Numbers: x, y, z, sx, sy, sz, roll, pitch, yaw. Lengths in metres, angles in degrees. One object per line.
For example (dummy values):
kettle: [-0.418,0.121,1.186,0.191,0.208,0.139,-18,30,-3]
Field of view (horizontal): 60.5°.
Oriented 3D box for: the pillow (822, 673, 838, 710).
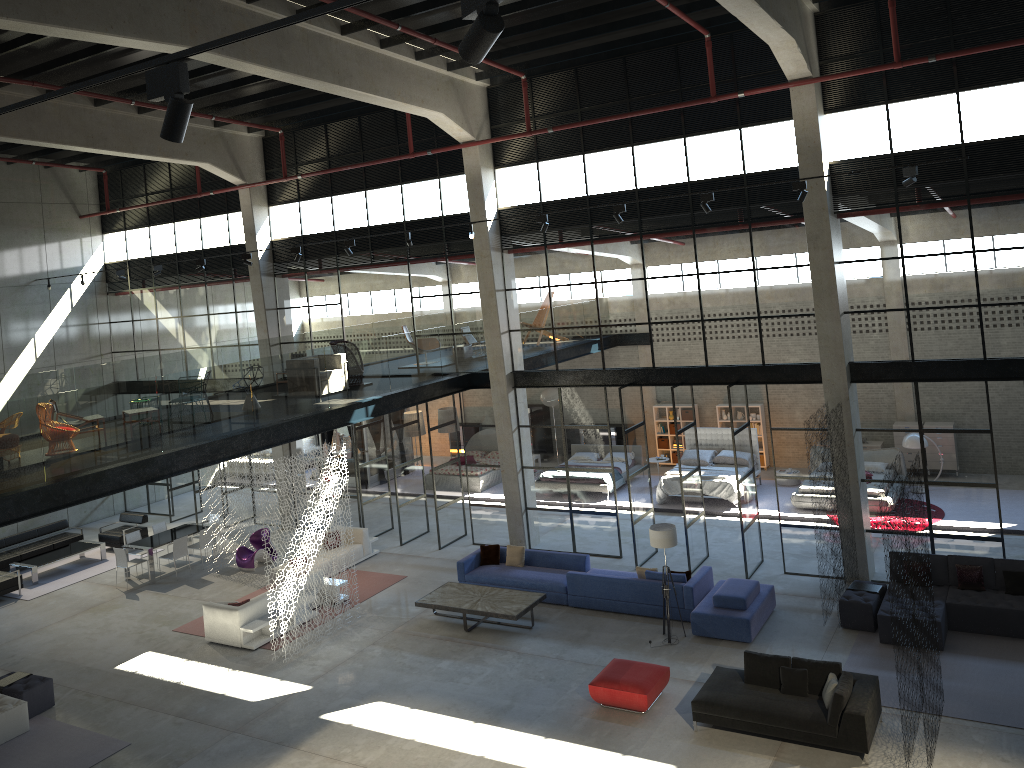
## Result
pillow: [3.866,3.717,10.629,0.207,0.316,0.343,-5,3,10]

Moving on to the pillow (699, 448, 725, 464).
pillow: [4.934,1.839,22.442,1.048,0.323,0.494,-2,6,31]

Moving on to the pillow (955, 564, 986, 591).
pillow: [7.079,2.993,13.558,0.404,0.377,0.193,-3,2,31]

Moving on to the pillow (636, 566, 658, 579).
pillow: [2.339,3.308,15.007,0.399,0.382,0.208,-3,2,32]

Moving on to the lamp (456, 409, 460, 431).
lamp: [-1.843,1.699,26.867,0.805,1.927,0.679,-5,0,-17]

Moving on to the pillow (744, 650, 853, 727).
pillow: [3.665,3.686,10.922,0.747,0.418,1.580,-8,7,-29]

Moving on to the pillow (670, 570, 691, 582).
pillow: [2.828,3.298,14.763,0.397,0.372,0.260,-5,2,10]

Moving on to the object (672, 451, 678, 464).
object: [4.794,2.093,25.087,0.322,0.298,0.327,-3,4,31]

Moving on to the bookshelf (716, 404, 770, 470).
bookshelf: [6.355,1.447,24.155,1.233,1.761,0.331,-4,0,31]

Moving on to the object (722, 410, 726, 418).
object: [5.900,0.850,24.436,0.095,0.263,0.094,-5,0,-8]

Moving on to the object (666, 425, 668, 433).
object: [4.494,1.306,25.272,0.081,0.229,0.080,-5,0,-28]

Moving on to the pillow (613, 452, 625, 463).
pillow: [2.398,2.039,24.046,1.919,0.313,0.554,-1,7,31]

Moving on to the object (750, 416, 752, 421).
object: [6.497,0.934,23.934,0.115,0.112,0.117,-3,4,34]

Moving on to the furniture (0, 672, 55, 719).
furniture: [-7.550,4.763,13.423,0.955,0.456,0.514,-3,4,26]

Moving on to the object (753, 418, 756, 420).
object: [6.594,0.957,23.876,0.066,0.064,0.065,-6,3,-11]

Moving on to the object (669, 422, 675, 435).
object: [4.723,1.269,25.099,0.322,0.298,0.327,-3,4,31]

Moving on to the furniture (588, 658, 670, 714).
furniture: [1.622,4.118,12.011,0.850,0.376,0.864,-2,7,31]

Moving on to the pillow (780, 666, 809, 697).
pillow: [3.528,3.711,10.963,0.341,0.308,0.188,-3,2,29]

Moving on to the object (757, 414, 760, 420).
object: [6.748,0.898,23.942,0.143,0.137,0.141,-8,4,-41]

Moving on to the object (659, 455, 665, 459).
object: [3.901,1.887,22.768,0.168,0.090,0.169,-6,5,-7]

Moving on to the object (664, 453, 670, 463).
object: [4.464,2.131,25.260,0.140,0.236,0.138,-6,1,-22]

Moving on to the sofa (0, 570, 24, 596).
sofa: [-11.507,4.261,19.108,1.643,0.759,0.828,-2,5,31]

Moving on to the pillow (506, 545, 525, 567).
pillow: [0.064,3.296,16.788,0.399,0.382,0.208,-3,2,32]

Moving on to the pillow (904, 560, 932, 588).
pillow: [6.438,3.018,13.932,0.411,0.345,0.237,-3,3,32]

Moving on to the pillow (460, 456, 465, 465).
pillow: [-1.432,2.179,25.048,0.874,0.212,0.636,-4,6,10]

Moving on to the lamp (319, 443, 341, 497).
lamp: [-3.732,1.688,17.763,0.437,1.102,0.442,-5,0,40]

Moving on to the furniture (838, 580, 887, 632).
furniture: [5.553,3.482,13.836,0.506,0.455,0.970,-3,6,36]

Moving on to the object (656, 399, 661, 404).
object: [4.287,0.515,25.498,0.232,0.151,0.053,-3,1,29]

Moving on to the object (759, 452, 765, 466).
object: [6.757,2.051,23.934,0.322,0.298,0.327,-3,4,31]

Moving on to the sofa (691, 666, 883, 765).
sofa: [3.412,3.988,10.961,2.096,0.562,1.092,-1,7,31]

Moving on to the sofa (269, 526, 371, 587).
sofa: [-4.054,3.666,18.640,0.937,0.668,2.169,-3,7,31]

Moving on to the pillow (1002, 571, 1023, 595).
pillow: [7.627,3.015,13.227,0.381,0.335,0.220,-3,2,28]

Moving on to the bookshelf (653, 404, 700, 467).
bookshelf: [4.743,1.479,25.111,1.233,1.761,0.331,-4,0,31]

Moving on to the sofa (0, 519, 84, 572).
sofa: [-11.711,4.013,21.222,0.816,0.757,2.479,-3,7,31]

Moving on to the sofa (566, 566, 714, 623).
sofa: [2.220,3.476,15.289,2.324,0.723,1.064,-1,6,31]

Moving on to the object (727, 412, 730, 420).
object: [6.017,0.888,24.308,0.100,0.204,0.099,-6,1,-31]

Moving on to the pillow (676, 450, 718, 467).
pillow: [4.697,1.890,22.228,1.021,0.374,0.672,-1,7,34]

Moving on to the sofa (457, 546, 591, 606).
sofa: [0.225,3.569,16.498,2.324,0.605,1.064,-1,6,31]

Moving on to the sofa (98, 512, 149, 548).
sofa: [-9.761,3.725,22.047,0.946,0.760,0.828,-3,4,31]

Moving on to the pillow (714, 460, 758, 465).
pillow: [5.593,1.913,21.899,0.955,0.331,0.723,-1,7,32]

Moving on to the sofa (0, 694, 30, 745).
sofa: [-8.752,4.927,11.358,1.816,0.869,4.195,-2,8,31]

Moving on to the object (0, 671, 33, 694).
object: [-7.693,4.584,13.488,0.299,0.099,0.523,-2,8,26]

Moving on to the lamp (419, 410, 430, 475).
lamp: [-2.876,1.809,26.767,0.805,1.927,0.679,-5,0,-17]

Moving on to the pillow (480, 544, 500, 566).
pillow: [-0.424,3.316,17.031,0.397,0.372,0.260,-5,2,10]

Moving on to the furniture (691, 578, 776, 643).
furniture: [3.581,3.539,14.169,0.945,0.554,1.553,-2,7,31]

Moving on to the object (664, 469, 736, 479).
object: [4.616,2.422,21.121,2.269,0.659,0.658,-1,5,34]

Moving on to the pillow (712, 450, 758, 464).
pillow: [5.541,1.830,21.839,0.974,0.292,0.699,-1,7,33]

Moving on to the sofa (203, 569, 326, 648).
sofa: [-4.485,4.034,16.048,0.943,0.669,2.160,-3,7,31]

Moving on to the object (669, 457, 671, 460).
object: [4.607,2.169,25.323,0.118,0.117,0.117,-7,3,-28]

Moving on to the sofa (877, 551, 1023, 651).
sofa: [7.551,3.243,12.587,4.130,0.870,1.844,-1,7,31]

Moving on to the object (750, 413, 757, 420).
object: [6.604,0.884,24.028,0.174,0.169,0.175,-5,3,-1]

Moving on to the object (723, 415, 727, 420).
object: [5.904,0.922,24.300,0.109,0.157,0.111,-4,2,42]

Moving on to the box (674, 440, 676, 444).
box: [4.776,1.656,25.141,0.212,0.109,0.133,-2,5,31]

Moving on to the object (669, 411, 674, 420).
object: [4.557,0.904,25.085,0.153,0.248,0.155,-5,1,23]

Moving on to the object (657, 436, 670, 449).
object: [4.419,1.689,25.296,0.322,0.298,0.327,-3,4,31]

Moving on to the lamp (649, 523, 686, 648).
lamp: [2.397,3.144,13.720,0.427,1.746,0.672,-6,0,29]
